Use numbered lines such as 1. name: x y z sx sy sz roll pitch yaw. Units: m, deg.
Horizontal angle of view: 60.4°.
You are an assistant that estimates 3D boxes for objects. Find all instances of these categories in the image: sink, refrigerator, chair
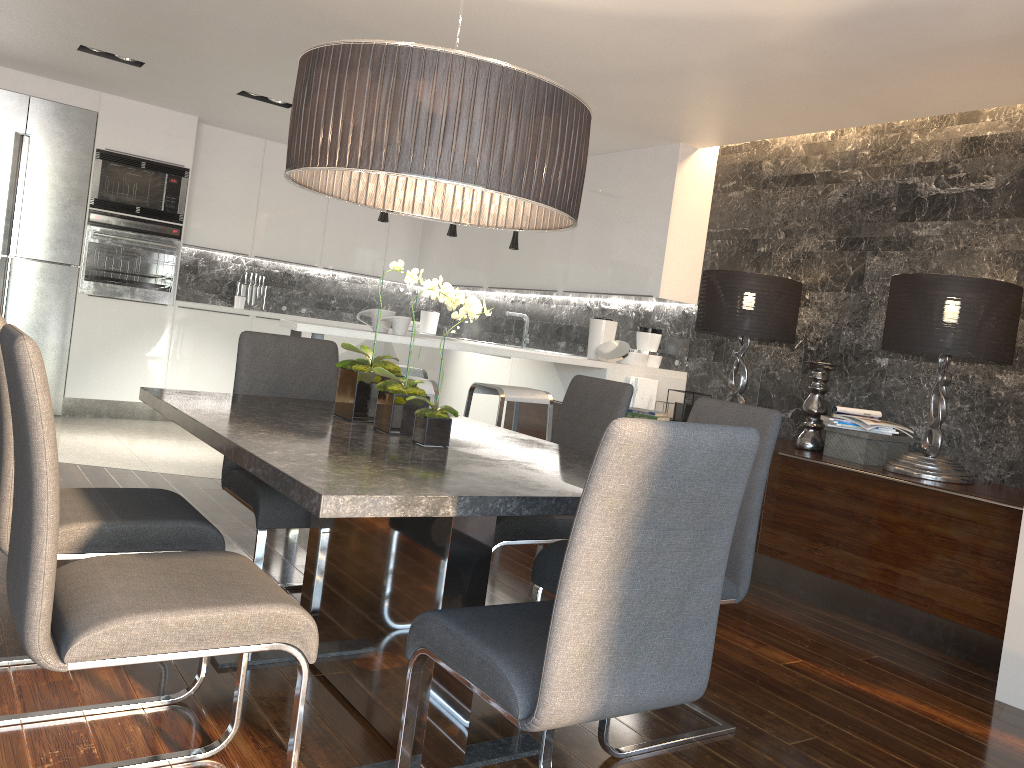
1. sink: 0.052 -0.316 7.120 0.536 0.520 1.094 6 3 -35
2. refrigerator: -3.825 -0.976 6.680 0.919 2.341 0.554 6 2 -36
3. chair: -1.101 0.321 2.322 0.602 0.964 0.406 6 2 -36
4. chair: 0.421 0.515 2.617 0.602 0.964 0.406 6 2 -36
5. chair: -0.056 0.413 4.919 0.442 0.799 0.409 6 2 -35
6. chair: 0.114 0.516 1.788 0.450 0.964 0.543 6 2 -35
7. chair: -0.653 0.353 4.482 0.442 0.799 0.409 6 2 -35
8. chair: -0.732 0.400 1.773 0.602 0.964 0.406 6 2 -36
9. chair: 0.052 0.436 3.166 0.602 0.964 0.406 6 2 -36
10. chair: -0.811 0.276 5.557 0.442 0.799 0.409 6 2 -35
11. chair: -0.761 0.325 3.136 0.450 0.964 0.543 6 2 -35

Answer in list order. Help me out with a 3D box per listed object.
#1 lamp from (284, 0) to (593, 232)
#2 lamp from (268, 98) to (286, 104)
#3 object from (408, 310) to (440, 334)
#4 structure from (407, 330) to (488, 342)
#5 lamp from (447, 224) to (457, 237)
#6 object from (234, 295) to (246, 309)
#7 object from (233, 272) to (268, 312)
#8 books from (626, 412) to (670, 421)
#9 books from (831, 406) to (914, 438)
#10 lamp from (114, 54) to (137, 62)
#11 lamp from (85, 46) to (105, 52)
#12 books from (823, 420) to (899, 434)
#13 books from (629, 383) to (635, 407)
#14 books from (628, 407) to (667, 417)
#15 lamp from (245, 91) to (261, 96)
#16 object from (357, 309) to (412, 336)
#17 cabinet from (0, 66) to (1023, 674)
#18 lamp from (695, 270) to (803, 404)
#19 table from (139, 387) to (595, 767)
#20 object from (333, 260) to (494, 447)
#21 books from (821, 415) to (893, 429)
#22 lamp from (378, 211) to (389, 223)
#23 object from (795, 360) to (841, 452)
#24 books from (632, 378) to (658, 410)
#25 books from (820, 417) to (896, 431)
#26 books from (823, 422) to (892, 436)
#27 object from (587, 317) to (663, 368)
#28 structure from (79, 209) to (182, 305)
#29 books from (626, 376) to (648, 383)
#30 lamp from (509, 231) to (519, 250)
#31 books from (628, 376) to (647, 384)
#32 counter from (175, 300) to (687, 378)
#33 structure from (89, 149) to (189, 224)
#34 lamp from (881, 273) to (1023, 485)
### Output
1. lamp: -0.141 -1.046 2.440 0.824 1.102 0.785 7 2 -11
2. lamp: -1.653 -2.043 6.265 0.168 0.077 0.186 10 3 38
3. object: -0.959 -0.633 8.716 0.371 0.234 0.527 7 3 -25
4. structure: -0.590 -0.436 8.073 0.596 0.011 0.592 6 4 -35
5. lamp: -0.325 -1.350 5.543 0.061 0.845 0.055 7 2 -35
6. object: -2.401 -0.722 7.757 0.090 0.117 0.094 8 2 14
7. object: -2.332 -0.830 7.891 0.305 0.335 0.057 6 2 -32
8. books: 0.831 0.202 5.444 0.232 0.034 0.188 10 3 32
9. books: 1.863 0.196 4.552 0.336 0.109 0.261 6 3 -26
10. lamp: -2.473 -2.125 5.664 0.168 0.077 0.186 10 3 38
11. lamp: -2.626 -2.140 5.551 0.186 0.077 0.168 6 3 -35
12. books: 1.804 0.222 4.561 0.319 0.011 0.253 8 3 1
13. books: 0.828 0.101 5.707 0.163 0.205 0.019 6 2 -36
14. books: 0.825 0.173 5.442 0.217 0.024 0.175 10 4 33
15. lamp: -1.805 -2.058 6.153 0.186 0.077 0.168 6 3 -35
16. object: -0.729 -0.359 5.047 0.198 0.133 0.416 6 3 -34
17. cabinet: -0.941 -0.578 5.123 4.681 2.498 6.569 6 3 -35
18. lamp: 1.367 -0.169 5.239 0.624 0.933 0.561 6 3 -45
19. table: -0.355 0.519 2.463 1.095 0.759 1.521 6 3 -35
20. object: -0.264 -0.111 2.563 0.327 0.501 0.544 6 3 -39
21. books: 1.790 0.197 4.580 0.316 0.011 0.255 8 3 6
22. lamp: -0.716 -1.389 5.256 0.061 0.845 0.055 7 2 -35
23. object: 1.662 0.122 4.818 0.203 0.485 0.213 8 2 13
24. books: 0.860 0.087 5.701 0.184 0.243 0.022 6 2 -36
25. books: 1.795 0.209 4.575 0.319 0.011 0.253 8 3 1
26. books: 1.789 0.230 4.567 0.313 0.011 0.257 8 3 11
27. object: 0.818 -0.280 6.009 0.599 0.298 0.398 7 3 -24
28. structure: -3.134 -1.018 7.149 0.700 0.650 0.617 6 3 -35
29. books: 0.809 0.076 5.768 0.184 0.243 0.018 6 2 -36
30. lamp: 0.067 -1.311 5.829 0.061 0.845 0.055 7 2 -35
31. books: 0.817 0.080 5.723 0.184 0.243 0.018 6 2 -36
32. counter: -0.992 -0.399 6.806 2.833 0.041 3.826 6 4 -35
33. structure: -3.084 -1.583 7.170 0.695 0.449 0.581 6 3 -35
34. lamp: 2.058 -0.021 4.211 0.604 0.933 0.582 7 2 -9
